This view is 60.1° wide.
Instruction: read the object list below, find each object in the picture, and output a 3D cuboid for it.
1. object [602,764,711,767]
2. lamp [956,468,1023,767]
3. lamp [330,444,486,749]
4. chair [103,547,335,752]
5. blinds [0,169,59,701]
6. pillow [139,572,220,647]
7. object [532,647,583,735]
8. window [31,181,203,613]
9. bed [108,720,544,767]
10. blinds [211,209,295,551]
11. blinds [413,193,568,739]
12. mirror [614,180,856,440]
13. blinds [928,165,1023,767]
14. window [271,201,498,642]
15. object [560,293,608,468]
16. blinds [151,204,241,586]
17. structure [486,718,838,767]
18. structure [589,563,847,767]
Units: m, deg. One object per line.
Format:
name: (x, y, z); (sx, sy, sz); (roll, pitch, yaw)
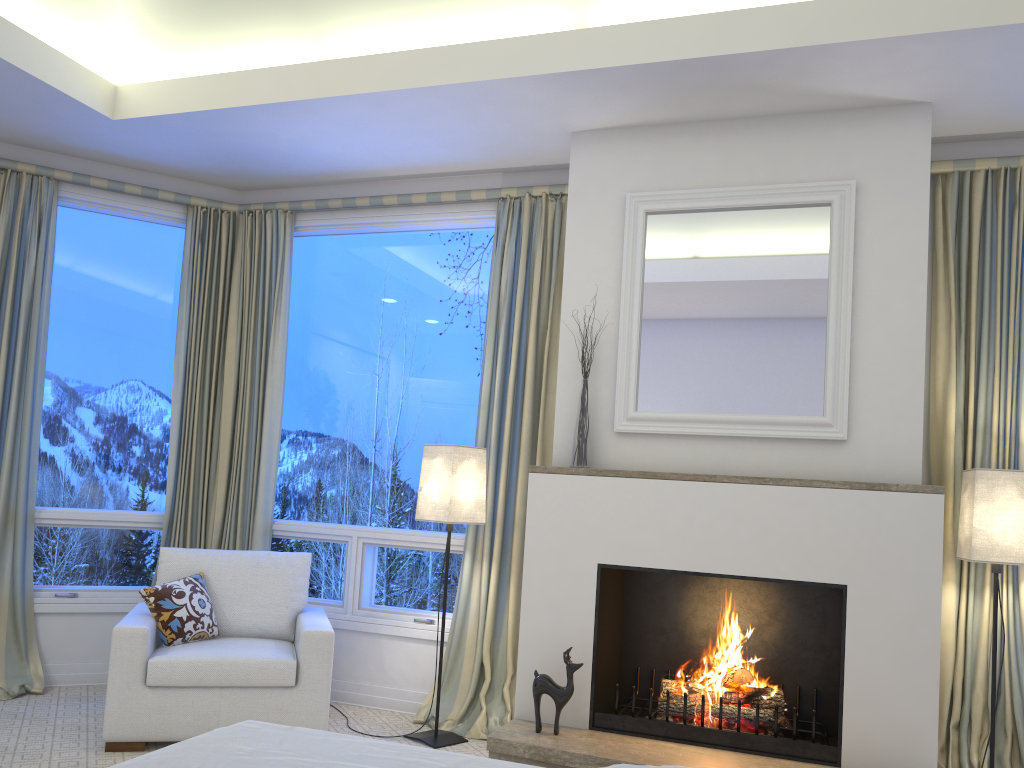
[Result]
object: (0.439, 0.821, 1.081); (0.912, 0.464, 0.722); (2, -7, 16)
lamp: (2.718, 0.951, 2.932); (2.362, 1.202, 0.320); (3, -4, 8)
lamp: (-0.823, 0.865, 3.996); (1.528, 1.201, 0.277); (0, -6, 32)
chair: (-1.161, 1.048, 3.626); (0.807, 0.703, 0.690); (5, -6, -15)
blinds: (-2.312, 0.175, 3.917); (0.644, 2.365, 0.295); (6, -5, -29)
pillow: (-1.328, 0.901, 3.565); (0.187, 0.271, 0.286); (1, -6, 29)
object: (0.161, 1.103, 3.179); (0.179, 0.306, 0.097); (3, -4, 6)
window: (0.800, 0.126, 3.299); (6.840, 2.018, 0.818); (1, -5, 20)
bed: (-0.169, 0.691, 0.732); (1.967, 0.811, 2.031); (1, -7, 19)
blinds: (-1.339, 0.290, 4.314); (0.524, 2.358, 0.268); (3, -4, 13)
blinds: (-0.040, 0.311, 3.851); (0.660, 2.358, 0.229); (2, -5, 24)
mirror: (0.818, -0.274, 3.305); (0.840, 0.936, 0.039); (2, -5, 20)
blinds: (1.766, 0.331, 3.244); (0.480, 2.390, 0.163); (2, -4, 20)
window: (-0.596, 0.164, 4.293); (1.512, 2.019, 0.207); (2, -5, 20)
object: (0.284, -0.024, 3.391); (0.190, 0.690, 0.193); (7, -6, -42)
blinds: (-1.531, 0.279, 4.333); (0.525, 2.361, 0.270); (6, -5, -27)
structure: (0.634, 1.344, 2.959); (1.454, 0.171, 0.331); (1, -7, 20)
structure: (0.791, 1.013, 3.362); (0.874, 0.612, 0.478); (1, -6, 20)
